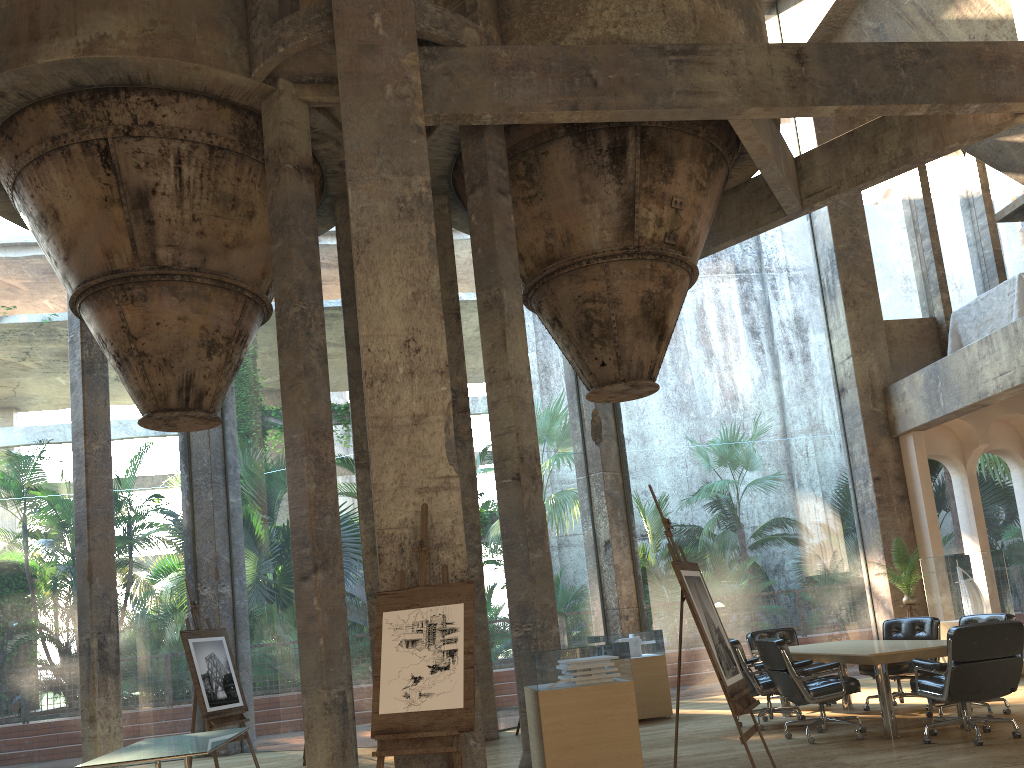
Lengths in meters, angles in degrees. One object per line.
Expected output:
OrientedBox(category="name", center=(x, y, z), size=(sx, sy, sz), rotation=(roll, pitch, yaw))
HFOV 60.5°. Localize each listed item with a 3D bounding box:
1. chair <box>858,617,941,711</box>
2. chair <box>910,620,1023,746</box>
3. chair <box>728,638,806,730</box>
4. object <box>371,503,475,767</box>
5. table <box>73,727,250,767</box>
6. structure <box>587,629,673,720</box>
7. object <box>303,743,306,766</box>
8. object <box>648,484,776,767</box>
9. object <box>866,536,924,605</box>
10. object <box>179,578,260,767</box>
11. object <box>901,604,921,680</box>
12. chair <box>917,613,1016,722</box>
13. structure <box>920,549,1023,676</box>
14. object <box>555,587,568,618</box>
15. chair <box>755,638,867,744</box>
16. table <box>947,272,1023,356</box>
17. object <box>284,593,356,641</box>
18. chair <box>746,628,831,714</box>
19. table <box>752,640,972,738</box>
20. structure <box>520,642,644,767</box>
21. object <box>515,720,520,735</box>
OrientedBox(category="chair", center=(3.925, 2.848, 8.940), size=(0.822, 0.873, 0.746), rotation=(2, -14, -34))
OrientedBox(category="chair", center=(3.497, 2.303, 6.819), size=(0.728, 0.873, 0.843), rotation=(-4, -12, -12))
OrientedBox(category="chair", center=(2.493, 2.941, 8.737), size=(0.819, 0.873, 0.748), rotation=(-4, -11, -8))
OrientedBox(category="object", center=(-0.545, 1.793, 5.646), size=(0.706, 2.100, 0.695), rotation=(-9, -9, 17))
OrientedBox(category="table", center=(-2.787, 3.257, 7.261), size=(0.938, 0.533, 1.924), rotation=(-4, -15, -9))
OrientedBox(category="structure", center=(1.387, 3.473, 10.458), size=(0.742, 0.992, 0.754), rotation=(-4, -11, -9))
OrientedBox(category="object", center=(-2.059, 3.656, 9.739), size=(0.569, 0.951, 0.675), rotation=(-3, -11, -14))
OrientedBox(category="object", center=(1.306, 1.702, 6.019), size=(0.690, 2.100, 0.710), rotation=(-10, -10, 23))
OrientedBox(category="object", center=(5.132, 2.476, 11.667), size=(0.857, 0.919, 0.705), rotation=(-2, -12, -18))
OrientedBox(category="object", center=(-3.215, 3.104, 9.360), size=(0.689, 2.100, 0.711), rotation=(-9, -10, 20))
OrientedBox(category="object", center=(5.244, 3.373, 11.474), size=(0.573, 0.951, 0.671), rotation=(4, -14, -44))
OrientedBox(category="chair", center=(4.084, 2.557, 7.954), size=(0.819, 0.873, 0.749), rotation=(-3, -12, -14))
OrientedBox(category="structure", center=(5.755, 2.901, 11.018), size=(0.742, 1.514, 0.608), rotation=(-5, -9, -9))
OrientedBox(category="object", center=(0.255, 2.563, 10.143), size=(0.687, 0.919, 0.881), rotation=(-5, -12, -6))
OrientedBox(category="chair", center=(2.635, 2.622, 7.643), size=(0.820, 0.873, 0.748), rotation=(-6, -11, -2))
OrientedBox(category="table", center=(6.472, -0.814, 11.304), size=(1.112, 0.783, 1.799), rotation=(-4, -14, -8))
OrientedBox(category="object", center=(-2.175, 2.726, 9.813), size=(0.862, 0.919, 0.701), rotation=(-9, -11, 12))
OrientedBox(category="chair", center=(3.121, 3.172, 9.804), size=(0.728, 0.873, 0.843), rotation=(-3, -12, -14))
OrientedBox(category="table", center=(3.319, 2.837, 8.330), size=(1.101, 0.683, 2.478), rotation=(-4, -15, -9))
OrientedBox(category="structure", center=(0.531, 2.580, 6.924), size=(0.734, 0.992, 0.762), rotation=(-4, -11, -9))
OrientedBox(category="object", center=(0.411, 3.518, 10.174), size=(0.665, 0.951, 0.578), rotation=(-12, -12, 27))
